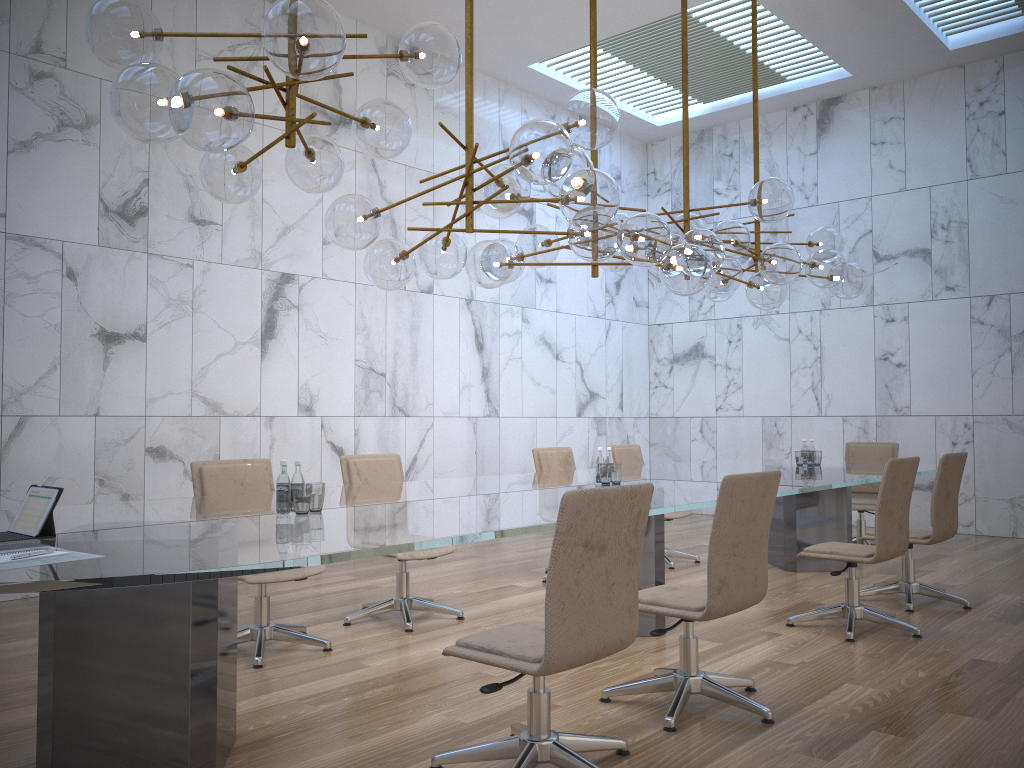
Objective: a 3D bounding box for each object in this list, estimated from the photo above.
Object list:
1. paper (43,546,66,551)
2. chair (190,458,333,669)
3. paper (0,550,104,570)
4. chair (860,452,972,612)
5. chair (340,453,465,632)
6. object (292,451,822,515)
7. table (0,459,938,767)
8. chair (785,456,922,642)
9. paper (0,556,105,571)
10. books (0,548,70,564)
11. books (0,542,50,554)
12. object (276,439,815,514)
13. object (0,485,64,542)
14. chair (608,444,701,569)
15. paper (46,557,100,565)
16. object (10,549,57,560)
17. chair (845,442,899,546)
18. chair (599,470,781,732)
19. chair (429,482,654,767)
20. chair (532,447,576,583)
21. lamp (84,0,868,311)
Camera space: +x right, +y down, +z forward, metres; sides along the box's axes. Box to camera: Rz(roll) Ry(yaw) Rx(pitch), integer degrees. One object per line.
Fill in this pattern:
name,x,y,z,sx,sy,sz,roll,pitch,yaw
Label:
paper,-1.467,0.479,2.528,0.210,0.001,0.290,-2,-3,40
chair,-1.353,0.913,4.743,0.697,1.000,0.726,-2,-3,41
paper,-1.287,0.472,2.381,0.210,0.001,0.290,-2,-3,35
chair,2.669,0.950,5.904,0.697,1.000,0.726,-2,-3,42
chair,-0.697,0.942,5.481,0.697,1.000,0.726,-2,-3,41
object,0.798,0.537,5.454,0.183,0.117,5.112,-2,-3,42
table,0.569,1.005,5.226,2.092,0.835,7.924,-2,-3,42
chair,2.010,0.921,5.162,0.697,1.000,0.726,-2,-3,42
paper,-1.287,0.472,2.381,0.210,0.001,0.290,-2,-3,34
books,-1.389,0.470,2.447,0.239,0.012,0.205,-2,-3,29
books,-1.446,0.469,2.518,0.126,0.012,0.205,-2,-3,38
object,0.770,0.491,5.498,0.124,0.213,5.189,-2,-3,42
object,-1.608,0.415,2.868,0.255,0.159,0.205,-2,-3,42
chair,1.193,1.026,7.608,0.697,1.000,0.726,-2,-3,41
paper,-1.287,0.473,2.381,0.210,0.001,0.290,-2,-3,36
object,-1.301,0.463,2.421,0.011,0.011,0.158,-1,-3,16
chair,3.261,1.047,8.260,0.726,1.000,0.697,-2,-3,42
chair,0.781,0.866,3.779,0.697,1.000,0.726,-2,-3,42
chair,0.118,0.837,3.032,0.697,1.000,0.726,-2,-3,42
chair,0.528,0.997,6.861,0.697,1.000,0.726,-2,-3,41
lamp,0.480,-1.808,5.256,1.557,2.716,5.672,-2,-3,41
